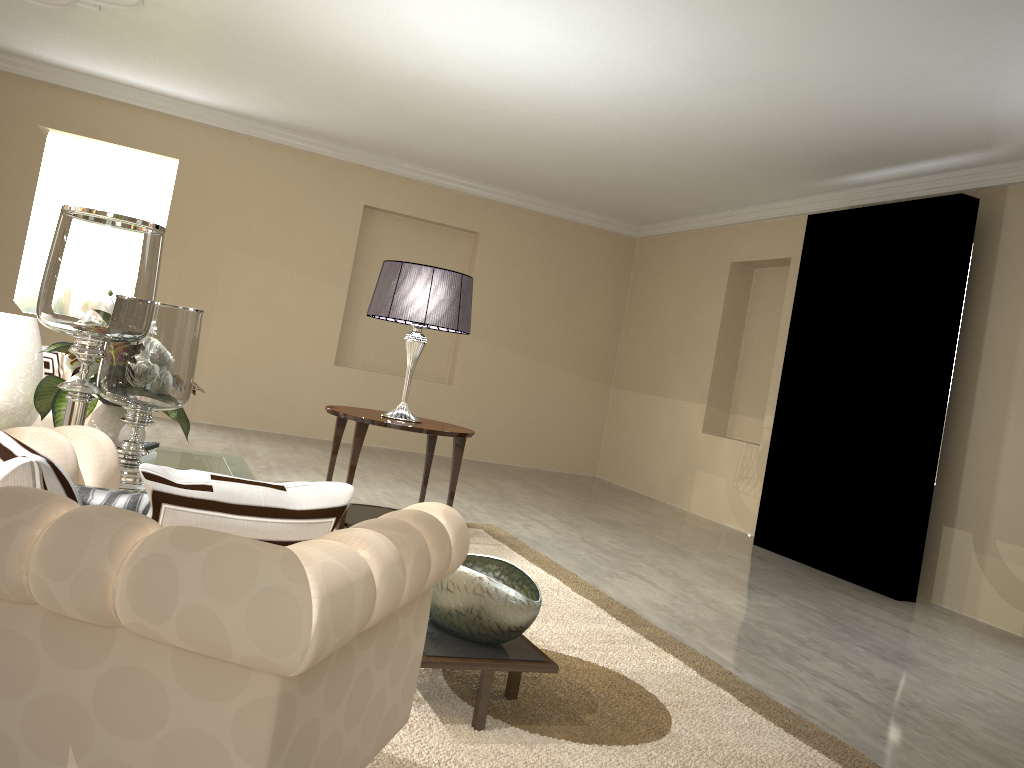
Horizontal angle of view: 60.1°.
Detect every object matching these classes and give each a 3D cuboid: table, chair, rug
[{"bbox_3d":[-0.131,0.672,2.119,0.335,0.156,0.386,10,0,-23],"label":"table"},{"bbox_3d":[-0.579,0.407,1.332,0.851,0.554,0.708,10,0,12],"label":"chair"},{"bbox_3d":[-2.013,0.122,3.574,0.736,0.552,0.845,10,0,27],"label":"chair"},{"bbox_3d":[-0.734,0.639,2.672,2.661,0.022,2.978,10,1,-23],"label":"rug"},{"bbox_3d":[-0.543,0.402,3.964,0.671,0.499,0.676,10,0,-25],"label":"table"},{"bbox_3d":[-1.277,0.409,2.519,1.053,0.345,1.303,10,0,-23],"label":"table"}]

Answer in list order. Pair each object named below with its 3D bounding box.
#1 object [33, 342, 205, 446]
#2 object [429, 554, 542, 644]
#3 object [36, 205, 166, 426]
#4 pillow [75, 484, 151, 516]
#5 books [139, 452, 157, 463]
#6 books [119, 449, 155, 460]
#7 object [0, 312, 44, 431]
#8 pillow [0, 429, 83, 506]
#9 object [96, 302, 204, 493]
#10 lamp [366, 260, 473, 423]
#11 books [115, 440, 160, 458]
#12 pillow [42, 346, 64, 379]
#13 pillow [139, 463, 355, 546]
[{"bbox_3d":[-1.209,-0.043,2.777,0.508,0.475,0.548,11,-1,-22],"label":"object"},{"bbox_3d":[-0.095,0.513,2.127,0.377,0.178,0.194,10,0,43],"label":"object"},{"bbox_3d":[-1.010,-0.062,2.104,0.250,0.684,0.251,11,-2,-18],"label":"object"},{"bbox_3d":[-0.561,0.247,1.322,0.251,0.187,0.128,10,-1,15],"label":"pillow"},{"bbox_3d":[-1.288,0.221,2.769,0.254,0.019,0.343,10,1,-7],"label":"books"},{"bbox_3d":[-1.285,0.203,2.764,0.254,0.019,0.337,10,1,-9],"label":"books"},{"bbox_3d":[-1.657,-0.035,2.892,0.251,0.386,0.252,11,-2,-27],"label":"object"},{"bbox_3d":[-0.715,0.200,1.264,0.301,0.269,0.196,10,-1,37],"label":"pillow"},{"bbox_3d":[-0.980,0.032,2.351,0.235,0.506,0.237,11,-2,-25],"label":"object"},{"bbox_3d":[-0.438,-0.180,3.989,0.476,0.683,0.471,9,-2,42],"label":"lamp"},{"bbox_3d":[-1.292,0.184,2.767,0.274,0.016,0.341,10,1,-5],"label":"books"},{"bbox_3d":[-2.032,-0.059,3.785,0.165,0.223,0.250,9,-1,31],"label":"pillow"},{"bbox_3d":[-0.393,0.239,1.219,0.282,0.251,0.186,11,-1,-29],"label":"pillow"}]
